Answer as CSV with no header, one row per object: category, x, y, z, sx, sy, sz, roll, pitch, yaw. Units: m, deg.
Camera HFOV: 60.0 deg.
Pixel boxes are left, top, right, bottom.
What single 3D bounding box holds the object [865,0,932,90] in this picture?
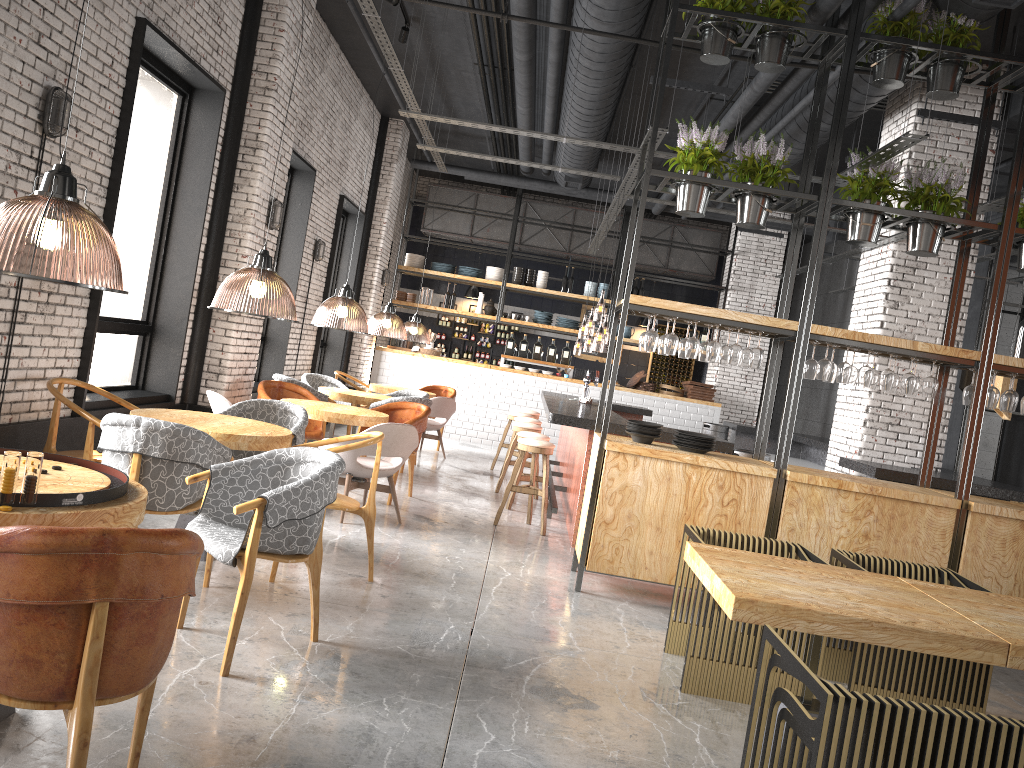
object,2.680,-2.369,6.196,0.417,0.559,0.467,10,1,20

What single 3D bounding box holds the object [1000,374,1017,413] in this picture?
object,3.541,0.067,6.316,0.101,0.267,0.101,9,1,-35

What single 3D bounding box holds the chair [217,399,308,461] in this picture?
chair,-1.732,0.582,6.111,0.681,0.929,0.643,10,1,11

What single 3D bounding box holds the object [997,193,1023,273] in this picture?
object,3.710,-1.062,6.233,0.467,0.559,0.416,10,1,9

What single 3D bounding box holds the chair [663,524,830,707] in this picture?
chair,1.217,1.201,4.635,0.657,0.730,0.638,10,1,2

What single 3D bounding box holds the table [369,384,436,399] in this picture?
table,-1.587,0.471,12.404,0.934,0.809,0.931,11,2,44

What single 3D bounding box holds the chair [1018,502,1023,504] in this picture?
chair,6.157,1.840,11.138,0.657,0.730,0.638,10,1,2

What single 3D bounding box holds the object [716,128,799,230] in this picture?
object,1.730,-1.393,6.290,0.467,0.559,0.417,9,1,-22

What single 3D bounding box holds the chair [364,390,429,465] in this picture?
chair,-1.322,0.522,10.615,0.643,0.929,0.682,9,1,-44

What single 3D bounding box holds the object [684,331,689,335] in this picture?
object,3.600,-1.050,18.283,0.079,0.079,0.283,9,2,1

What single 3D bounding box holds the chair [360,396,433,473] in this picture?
chair,-1.220,0.568,9.599,0.680,0.929,0.645,9,1,-44

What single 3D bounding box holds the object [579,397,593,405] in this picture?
object,0.908,0.193,10.869,0.091,0.091,0.178,9,1,-24

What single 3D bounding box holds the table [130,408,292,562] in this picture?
table,-1.860,0.627,5.332,0.931,0.809,0.934,8,1,-41

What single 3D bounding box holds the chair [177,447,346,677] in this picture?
chair,-1.087,0.750,3.994,0.643,0.929,0.682,9,1,-39

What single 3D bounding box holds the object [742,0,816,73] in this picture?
object,1.862,-2.507,6.257,0.416,0.559,0.468,9,1,-20

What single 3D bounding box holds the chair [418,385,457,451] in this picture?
chair,-1.134,0.485,13.006,0.682,0.929,0.643,10,1,24

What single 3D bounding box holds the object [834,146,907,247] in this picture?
object,2.504,-1.263,6.242,0.468,0.559,0.416,10,1,40

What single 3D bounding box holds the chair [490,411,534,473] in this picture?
chair,0.061,0.767,11.505,0.480,0.805,0.439,9,1,-25

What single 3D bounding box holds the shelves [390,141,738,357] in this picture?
shelves,0.948,-2.415,15.481,5.677,3.066,0.597,9,0,1

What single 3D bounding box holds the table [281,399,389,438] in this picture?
table,-1.594,0.605,7.687,0.931,0.809,0.934,8,1,-41

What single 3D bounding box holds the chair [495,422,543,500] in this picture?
chair,0.062,0.816,9.810,0.438,0.805,0.481,9,1,-25

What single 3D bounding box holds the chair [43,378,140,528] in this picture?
chair,-2.642,0.453,5.466,0.644,0.921,0.612,10,1,8

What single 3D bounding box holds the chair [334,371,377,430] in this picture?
chair,-2.321,0.305,12.511,0.644,0.921,0.612,10,1,8

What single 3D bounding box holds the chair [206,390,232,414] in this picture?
chair,-2.133,0.517,7.212,0.801,0.850,0.772,9,1,-39

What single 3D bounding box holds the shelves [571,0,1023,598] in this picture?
shelves,2.645,-0.779,6.178,3.659,5.018,0.690,9,0,1

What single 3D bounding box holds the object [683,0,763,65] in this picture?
object,1.480,-2.571,6.283,0.467,0.559,0.417,9,1,-12

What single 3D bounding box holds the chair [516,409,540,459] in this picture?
chair,0.122,0.750,12.463,0.438,0.805,0.481,9,1,-30

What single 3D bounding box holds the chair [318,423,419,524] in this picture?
chair,-1.178,0.677,7.188,0.769,0.850,0.804,9,1,-39

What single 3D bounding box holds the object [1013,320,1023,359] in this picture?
object,3.598,-0.381,6.206,0.098,0.471,0.098,9,1,-37

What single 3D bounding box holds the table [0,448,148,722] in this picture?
table,-1.745,0.633,2.910,0.934,0.973,0.931,10,1,44

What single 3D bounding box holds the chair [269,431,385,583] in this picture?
chair,-1.084,0.716,5.343,0.643,0.921,0.613,9,1,-7

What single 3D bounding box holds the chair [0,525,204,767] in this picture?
chair,-1.197,0.779,2.342,0.680,0.929,0.645,9,1,-36

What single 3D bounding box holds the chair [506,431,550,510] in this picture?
chair,0.157,0.884,9.011,0.480,0.805,0.439,9,1,-20

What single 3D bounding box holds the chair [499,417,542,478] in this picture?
chair,0.107,0.796,10.765,0.439,0.805,0.480,10,1,40

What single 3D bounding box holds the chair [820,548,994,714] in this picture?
chair,2.030,1.337,4.631,0.657,0.730,0.638,10,1,4

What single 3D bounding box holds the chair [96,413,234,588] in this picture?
chair,-1.864,0.606,4.503,0.681,0.929,0.644,9,1,1

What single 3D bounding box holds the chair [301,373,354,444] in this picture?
chair,-2.274,0.365,10.567,0.680,0.929,0.645,9,1,-44

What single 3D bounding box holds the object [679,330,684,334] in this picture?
object,3.507,-1.066,18.281,0.079,0.079,0.283,9,2,1

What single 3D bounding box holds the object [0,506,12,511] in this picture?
object,-1.455,0.358,2.550,0.032,0.010,0.032,8,2,-38

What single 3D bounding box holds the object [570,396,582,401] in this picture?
object,0.843,0.151,11.697,0.200,0.106,0.767,9,2,1

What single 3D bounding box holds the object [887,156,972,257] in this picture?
object,2.934,-1.192,6.261,0.466,0.559,0.417,9,1,-31

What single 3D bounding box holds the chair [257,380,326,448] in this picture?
chair,-2.117,0.457,8.226,0.645,0.929,0.680,10,1,44

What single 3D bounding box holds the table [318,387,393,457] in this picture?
table,-1.776,0.508,10.003,0.931,0.809,0.934,8,1,-41

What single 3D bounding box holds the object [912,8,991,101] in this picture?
object,3.069,-2.305,6.239,0.416,0.559,0.467,9,1,-5

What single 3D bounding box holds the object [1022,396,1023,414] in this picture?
object,3.535,0.074,6.030,0.101,0.267,0.101,9,1,-35

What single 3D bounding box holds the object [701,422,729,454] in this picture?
object,2.842,1.085,12.702,0.400,1.035,0.397,10,1,36

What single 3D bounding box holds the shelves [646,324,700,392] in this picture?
shelves,3.253,-0.108,18.380,0.889,2.148,0.251,9,0,1

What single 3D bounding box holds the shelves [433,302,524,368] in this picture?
shelves,-0.747,-0.886,18.512,1.761,1.482,0.157,9,0,1

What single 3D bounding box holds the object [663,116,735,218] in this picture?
object,1.292,-1.464,6.218,0.468,0.559,0.416,10,1,41

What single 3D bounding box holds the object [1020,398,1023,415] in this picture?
object,3.687,0.091,6.313,0.101,0.267,0.101,9,1,-35

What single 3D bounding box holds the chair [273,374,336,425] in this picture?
chair,-2.378,0.376,9.571,0.643,0.929,0.682,9,1,-44

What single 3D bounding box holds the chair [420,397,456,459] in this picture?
chair,-1.171,0.544,11.905,0.769,0.850,0.804,9,1,-39

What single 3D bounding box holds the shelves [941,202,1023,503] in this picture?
shelves,6.521,-0.539,9.423,1.003,4.366,6.149,9,1,1

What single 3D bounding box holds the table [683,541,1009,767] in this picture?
table,1.246,1.215,3.703,0.996,0.763,1.000,9,1,1

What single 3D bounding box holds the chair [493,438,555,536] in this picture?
chair,0.179,0.892,7.843,0.480,0.805,0.439,9,1,-40

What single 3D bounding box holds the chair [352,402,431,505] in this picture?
chair,-1.085,0.627,8.298,0.682,0.929,0.643,10,1,39

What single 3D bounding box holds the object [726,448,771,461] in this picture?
object,1.920,1.080,7.500,0.400,1.035,0.397,10,1,36

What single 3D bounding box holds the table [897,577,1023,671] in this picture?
table,2.235,1.381,3.682,0.996,0.763,1.000,9,1,1
